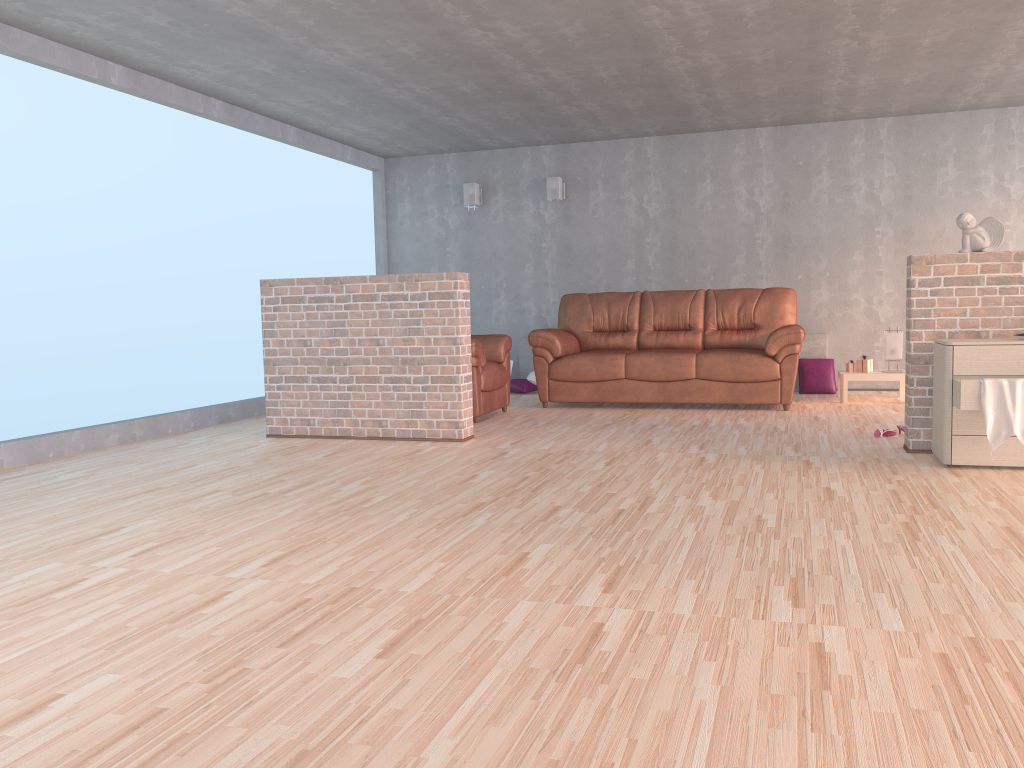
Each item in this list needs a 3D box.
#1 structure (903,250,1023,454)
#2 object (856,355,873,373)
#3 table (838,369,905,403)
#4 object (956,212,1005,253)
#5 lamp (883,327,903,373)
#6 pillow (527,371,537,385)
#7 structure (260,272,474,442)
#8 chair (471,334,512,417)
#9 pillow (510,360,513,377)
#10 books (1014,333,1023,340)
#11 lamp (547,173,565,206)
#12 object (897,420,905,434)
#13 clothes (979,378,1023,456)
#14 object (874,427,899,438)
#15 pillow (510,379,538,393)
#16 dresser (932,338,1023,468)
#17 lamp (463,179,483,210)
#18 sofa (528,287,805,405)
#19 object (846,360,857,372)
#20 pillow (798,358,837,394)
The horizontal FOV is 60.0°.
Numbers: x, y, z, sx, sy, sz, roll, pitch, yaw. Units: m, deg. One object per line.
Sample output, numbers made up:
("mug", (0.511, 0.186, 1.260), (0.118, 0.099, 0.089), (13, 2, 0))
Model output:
("structure", (2.820, -0.162, 4.603), (1.422, 1.057, 0.211), (0, 5, 18))
("object", (2.920, -0.170, 7.341), (0.102, 0.147, 0.099), (-6, 6, -43))
("table", (3.021, 0.017, 7.401), (0.548, 0.241, 0.548), (0, 5, 18))
("object", (2.454, -0.796, 4.660), (0.216, 0.218, 0.131), (0, 5, 17))
("lamp", (3.136, -0.282, 7.296), (0.140, 0.376, 0.140), (0, 5, 18))
("pillow", (0.322, -0.025, 8.771), (0.357, 0.205, 0.388), (-1, 5, 4))
("structure", (-0.963, -0.174, 5.816), (1.422, 1.057, 0.211), (0, 5, 18))
("chair", (-0.562, -0.227, 6.914), (0.936, 0.879, 0.970), (0, 5, 17))
("pillow", (-0.165, -0.079, 9.057), (0.327, 0.326, 0.241), (1, 5, 22))
("books", (2.562, -0.234, 4.280), (0.209, 0.040, 0.146), (-1, 5, 8))
("lamp", (0.432, -1.944, 8.864), (0.165, 0.319, 0.177), (0, 5, 18))
("object", (2.421, 0.273, 5.395), (0.069, 0.085, 0.188), (-4, 6, -33))
("clothes", (2.279, 0.157, 4.012), (0.325, 0.369, 0.097), (0, 5, 19))
("object", (2.249, 0.291, 5.335), (0.192, 0.066, 0.078), (-5, 6, -36))
("pillow", (0.073, 0.016, 8.828), (0.392, 0.130, 0.365), (2, 6, 38))
("dresser", (2.918, 0.099, 4.107), (1.686, 0.612, 0.605), (0, 5, 18))
("lamp", (-0.410, -1.946, 9.130), (0.165, 0.319, 0.168), (0, 5, 18))
("sofa", (1.310, -0.338, 7.471), (2.202, 0.923, 0.981), (0, 5, 18))
("object", (2.877, -0.153, 7.432), (0.152, 0.105, 0.080), (-2, 5, -14))
("pillow", (2.777, -0.068, 8.085), (0.327, 0.326, 0.241), (0, 5, 12))
